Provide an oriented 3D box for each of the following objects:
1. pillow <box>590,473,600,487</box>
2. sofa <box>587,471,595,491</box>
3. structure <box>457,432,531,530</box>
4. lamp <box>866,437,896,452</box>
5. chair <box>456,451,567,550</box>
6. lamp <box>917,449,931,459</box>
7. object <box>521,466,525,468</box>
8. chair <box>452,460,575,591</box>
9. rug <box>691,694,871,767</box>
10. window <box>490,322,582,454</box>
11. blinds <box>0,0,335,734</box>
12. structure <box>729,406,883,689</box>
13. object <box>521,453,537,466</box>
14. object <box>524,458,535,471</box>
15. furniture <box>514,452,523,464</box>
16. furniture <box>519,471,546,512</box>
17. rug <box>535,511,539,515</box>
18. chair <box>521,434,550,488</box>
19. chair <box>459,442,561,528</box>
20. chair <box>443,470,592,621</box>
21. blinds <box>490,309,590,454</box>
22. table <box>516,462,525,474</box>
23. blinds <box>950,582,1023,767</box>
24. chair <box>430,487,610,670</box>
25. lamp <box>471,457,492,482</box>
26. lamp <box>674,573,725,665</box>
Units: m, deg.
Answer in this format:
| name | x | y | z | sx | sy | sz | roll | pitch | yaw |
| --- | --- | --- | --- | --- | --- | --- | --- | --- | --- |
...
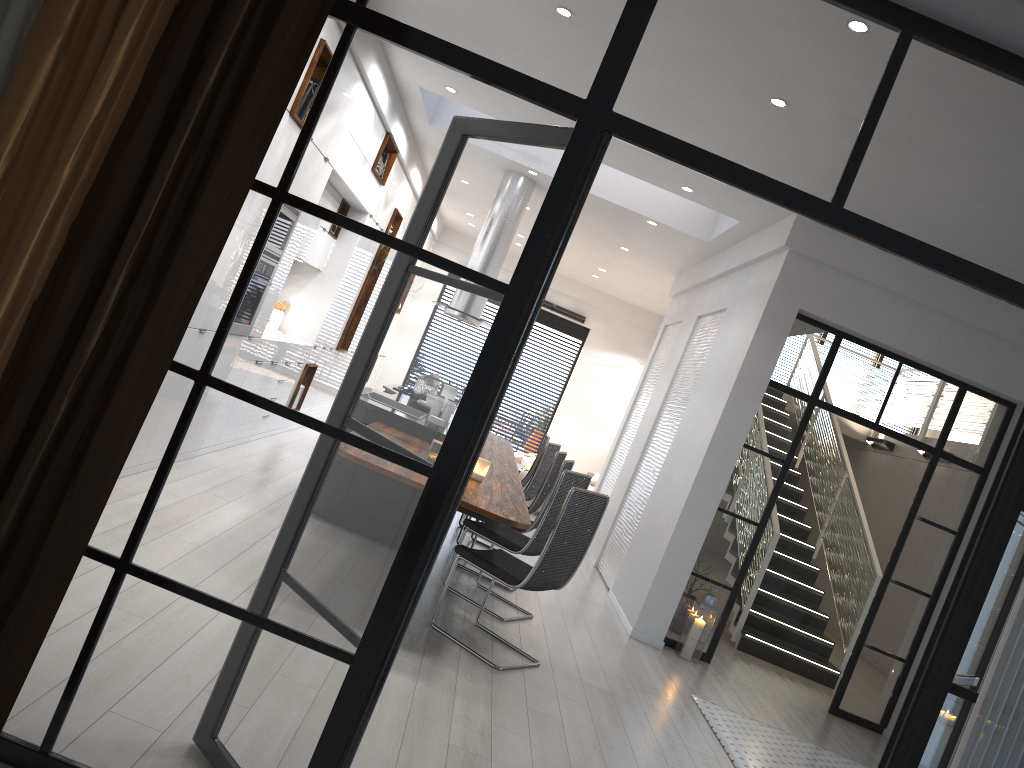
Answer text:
| name | x | y | z | sx | sy | sz | roll | pitch | yaw |
| --- | --- | --- | --- | --- | --- | --- | --- | --- | --- |
| pillow | 1.578 | 1.464 | 11.896 | 0.588 | 0.392 | 2.033 | 23 | 0 | -13 |
| sofa | 1.427 | 1.610 | 11.850 | 0.898 | 0.825 | 2.093 | 23 | 0 | -1 |
| structure | -0.726 | 0.706 | 6.953 | 1.377 | 0.887 | 5.640 | 23 | 0 | -1 |
| lamp | 4.895 | 0.805 | 11.810 | 0.152 | 0.124 | 0.568 | 23 | 0 | -1 |
| chair | -0.011 | 0.930 | 7.355 | 0.538 | 1.019 | 0.469 | 22 | -1 | 14 |
| lamp | 4.924 | 0.824 | 10.351 | 0.152 | 0.124 | 0.568 | 23 | 0 | -1 |
| object | 0.243 | 1.169 | 12.097 | 0.331 | 0.030 | 0.586 | 22 | 0 | -38 |
| chair | 0.003 | 0.939 | 6.636 | 0.538 | 1.019 | 0.469 | 22 | -1 | 14 |
| rug | 2.197 | 2.395 | 4.827 | 2.275 | 0.020 | 1.585 | 23 | 0 | -1 |
| window | 2.889 | -0.198 | 15.569 | 8.562 | 5.063 | 0.462 | 23 | -1 | -2 |
| blinds | -0.948 | -0.534 | 1.943 | 0.810 | 3.046 | 0.254 | 23 | -1 | -1 |
| structure | 3.646 | 1.041 | 9.641 | 2.393 | 3.603 | 5.801 | 23 | 0 | -1 |
| object | 0.340 | 1.212 | 13.191 | 0.418 | 0.355 | 0.760 | 23 | 0 | 7 |
| object | 0.243 | 1.086 | 11.910 | 0.110 | 0.183 | 0.119 | 23 | -1 | 5 |
| furniture | 0.274 | 1.323 | 13.240 | 0.699 | 0.460 | 0.699 | 23 | 0 | -1 |
| furniture | 0.387 | 1.380 | 10.928 | 0.699 | 0.460 | 0.700 | 23 | 0 | -6 |
| rug | 0.068 | 1.479 | 12.088 | 1.623 | 0.020 | 2.519 | 23 | 0 | -1 |
| chair | -0.059 | 0.902 | 9.131 | 0.536 | 1.019 | 0.471 | 23 | -1 | -1 |
| chair | -0.029 | 0.918 | 8.168 | 0.538 | 1.019 | 0.469 | 22 | -1 | 19 |
| chair | 0.027 | 0.953 | 5.818 | 0.539 | 1.019 | 0.468 | 22 | -1 | 29 |
| blinds | -0.382 | -0.182 | 15.161 | 2.584 | 2.721 | 0.358 | 23 | -1 | -1 |
| table | 0.263 | 1.383 | 12.037 | 1.000 | 0.350 | 1.000 | 23 | 0 | -1 |
| blinds | 1.832 | 0.629 | 2.071 | 1.301 | 3.070 | 0.052 | 23 | -1 | 0 |
| chair | 0.036 | 0.961 | 4.880 | 0.539 | 1.019 | 0.468 | 22 | -1 | 34 |
| lamp | -0.185 | 0.493 | 5.112 | 0.096 | 0.124 | 0.095 | 22 | -1 | 32 |
| lamp | 1.409 | 1.713 | 6.554 | 0.148 | 0.665 | 0.157 | 23 | -1 | -1 |
